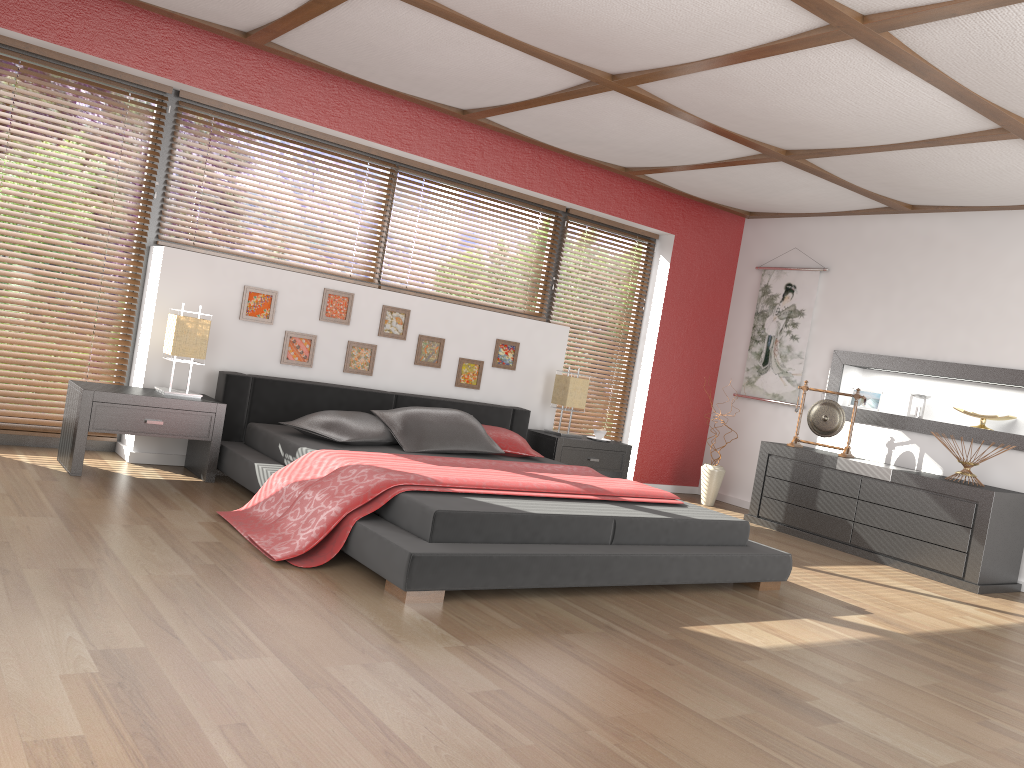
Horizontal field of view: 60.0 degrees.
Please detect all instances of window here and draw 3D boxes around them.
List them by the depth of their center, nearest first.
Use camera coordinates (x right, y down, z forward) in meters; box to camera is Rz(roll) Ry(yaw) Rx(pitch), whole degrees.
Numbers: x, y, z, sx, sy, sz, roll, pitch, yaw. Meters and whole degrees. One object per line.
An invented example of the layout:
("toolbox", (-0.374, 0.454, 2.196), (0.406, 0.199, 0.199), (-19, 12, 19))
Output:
("window", (-2.510, -0.757, 4.819), (0.889, 1.893, 0.020), (8, 2, -36))
("window", (-0.858, -1.069, 5.951), (2.817, 0.786, 0.020), (8, 2, -36))
("window", (0.612, -0.311, 7.116), (0.889, 1.893, 0.020), (8, 2, -36))

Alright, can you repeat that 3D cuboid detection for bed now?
("bed", (-0.267, 0.453, 4.625), (2.469, 0.577, 2.413), (8, 2, -36))

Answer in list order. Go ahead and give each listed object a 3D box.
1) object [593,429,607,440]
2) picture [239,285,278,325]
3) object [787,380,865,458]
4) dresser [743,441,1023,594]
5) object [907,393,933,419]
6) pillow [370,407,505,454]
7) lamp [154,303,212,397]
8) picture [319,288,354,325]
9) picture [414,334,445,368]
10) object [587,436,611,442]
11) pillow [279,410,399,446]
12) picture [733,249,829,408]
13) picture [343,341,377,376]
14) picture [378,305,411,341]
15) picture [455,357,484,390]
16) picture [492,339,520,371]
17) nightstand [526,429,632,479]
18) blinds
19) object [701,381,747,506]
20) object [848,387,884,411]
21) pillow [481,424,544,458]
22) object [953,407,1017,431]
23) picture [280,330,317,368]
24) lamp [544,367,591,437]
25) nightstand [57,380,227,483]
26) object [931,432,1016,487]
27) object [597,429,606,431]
("object", (0.633, 0.368, 6.425), (0.099, 0.069, 0.099), (9, 2, -11))
("picture", (-1.474, -0.458, 5.166), (0.200, 0.200, 0.010), (8, 2, -36))
("object", (2.266, 0.244, 6.397), (0.490, 0.498, 0.173), (11, 2, 39))
("dresser", (2.482, 0.851, 6.025), (0.540, 0.608, 1.740), (8, 2, -36))
("object", (2.913, 0.161, 6.343), (0.159, 0.171, 0.159), (10, 2, 13))
("pillow", (-0.422, 0.265, 5.202), (0.744, 0.241, 0.386), (8, 3, -41))
("lamp", (-1.752, -0.190, 4.754), (0.200, 0.480, 0.200), (8, 2, -36))
("picture", (-1.075, -0.474, 5.448), (0.200, 0.200, 0.010), (8, 2, -36))
("picture", (-0.544, -0.215, 5.867), (0.200, 0.200, 0.010), (8, 2, -36))
("object", (0.628, 0.400, 6.426), (0.179, 0.012, 0.179), (9, 2, -11))
("pillow", (-0.890, 0.247, 4.972), (0.418, 0.172, 0.745), (11, 2, 29))
("picture", (2.181, -0.479, 7.190), (0.028, 1.270, 0.701), (8, 2, -36))
("picture", (-0.955, -0.160, 5.582), (0.200, 0.200, 0.010), (8, 2, -36))
("picture", (-0.754, -0.392, 5.690), (0.200, 0.200, 0.010), (8, 2, -36))
("picture", (-0.291, -0.070, 6.070), (0.200, 0.200, 0.010), (8, 2, -36))
("picture", (-0.042, -0.205, 6.227), (0.200, 0.200, 0.010), (8, 2, -36))
("nightstand", (0.449, 0.591, 6.396), (0.700, 0.423, 0.413), (8, 2, -36))
("blinds", (-0.917, -0.490, 5.913), (4.840, 1.952, 0.032), (8, 2, -36))
("object", (1.597, 0.451, 7.045), (0.364, 1.035, 0.422), (11, 2, 29))
("object", (2.651, 0.114, 6.650), (0.226, 0.146, 0.041), (11, 2, 34))
("pillow", (-0.192, 0.344, 5.552), (0.745, 0.172, 0.418), (9, 2, -17))
("object", (3.165, 0.245, 5.956), (0.350, 0.116, 0.181), (11, 3, 44))
("picture", (-1.283, -0.208, 5.340), (0.200, 0.200, 0.010), (8, 2, -36))
("lamp", (0.407, 0.118, 6.343), (0.200, 0.480, 0.200), (8, 2, -36))
("nightstand", (-1.933, 0.251, 4.643), (0.700, 0.423, 0.413), (8, 2, -36))
("object", (2.863, 0.481, 5.561), (0.481, 0.282, 0.481), (10, 2, 20))
("object", (0.646, 0.332, 6.408), (0.007, 0.007, 0.192), (10, 2, 23))
